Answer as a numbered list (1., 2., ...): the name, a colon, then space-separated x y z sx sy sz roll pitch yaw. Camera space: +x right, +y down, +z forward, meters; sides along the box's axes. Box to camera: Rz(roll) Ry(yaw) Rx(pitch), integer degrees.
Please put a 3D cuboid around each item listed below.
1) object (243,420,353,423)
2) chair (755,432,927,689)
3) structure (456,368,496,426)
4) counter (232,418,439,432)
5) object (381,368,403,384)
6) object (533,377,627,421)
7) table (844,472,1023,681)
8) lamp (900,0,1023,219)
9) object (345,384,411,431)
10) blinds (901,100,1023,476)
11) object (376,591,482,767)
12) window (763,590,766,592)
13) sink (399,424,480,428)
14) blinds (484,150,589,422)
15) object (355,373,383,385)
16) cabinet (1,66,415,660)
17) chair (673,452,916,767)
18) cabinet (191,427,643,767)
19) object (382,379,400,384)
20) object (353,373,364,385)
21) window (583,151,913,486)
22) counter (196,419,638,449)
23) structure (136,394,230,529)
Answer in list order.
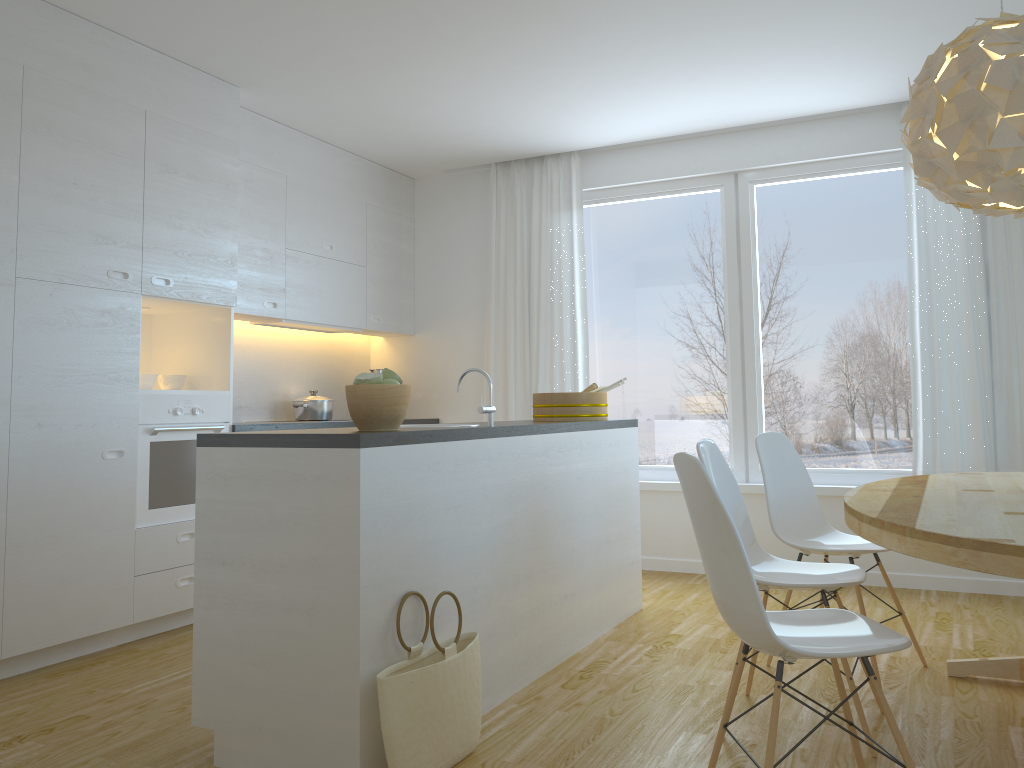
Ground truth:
1. object: -1.227 0.235 5.502 0.561 0.013 0.652 -2 -2 26
2. chair: 1.268 0.645 3.499 0.429 0.906 0.521 4 -6 -44
3. structure: -0.148 0.047 3.239 0.162 0.216 0.096 -3 -5 26
4. counter: -1.225 0.252 5.495 0.599 0.040 1.995 -2 -2 26
5. object: -0.388 -0.016 2.846 0.074 0.072 0.077 2 -4 -39
6. object: 0.313 0.077 4.477 0.429 0.215 0.377 1 -3 -36
7. table: 1.636 0.702 2.601 1.192 0.729 2.183 -2 -2 25
8. lamp: 1.565 -1.074 2.796 0.646 1.141 0.637 -3 -5 25
9. object: -0.419 0.075 2.779 0.205 0.142 0.204 0 -3 -12
10. blinds: 2.520 -0.579 4.739 0.794 2.171 0.149 -3 -6 26
11. object: 0.251 0.836 2.488 1.189 0.504 0.469 -1 -4 4
12. window: 1.781 -0.405 2.050 2.546 2.064 1.874 -2 -4 26
13. sink: -0.321 0.234 3.339 0.404 0.158 0.402 0 -2 -22
14. blinds: 0.129 -0.514 5.908 0.794 2.171 0.149 -3 -6 26
15. object: -0.441 -0.004 2.728 0.085 0.066 0.084 -3 -4 38
16. cabinet: -1.439 -0.081 4.961 0.480 2.312 3.191 -3 -4 26
17. chair: 0.682 0.614 2.130 0.523 0.906 0.428 0 -5 -4
18. cabinet: -0.146 0.661 3.567 0.600 0.914 2.394 -3 -3 26
19. object: -0.384 0.026 2.778 0.081 0.086 0.097 0 -3 -9
20. object: -0.457 0.013 2.814 0.102 0.099 0.086 2 -5 -43
21. window: 1.428 -0.361 5.473 2.723 1.928 0.088 -2 -5 26
22. counter: -0.152 0.185 3.610 0.600 0.040 2.394 -2 -2 26
23. structure: -1.541 0.348 4.196 0.049 0.599 0.559 -3 -4 26
